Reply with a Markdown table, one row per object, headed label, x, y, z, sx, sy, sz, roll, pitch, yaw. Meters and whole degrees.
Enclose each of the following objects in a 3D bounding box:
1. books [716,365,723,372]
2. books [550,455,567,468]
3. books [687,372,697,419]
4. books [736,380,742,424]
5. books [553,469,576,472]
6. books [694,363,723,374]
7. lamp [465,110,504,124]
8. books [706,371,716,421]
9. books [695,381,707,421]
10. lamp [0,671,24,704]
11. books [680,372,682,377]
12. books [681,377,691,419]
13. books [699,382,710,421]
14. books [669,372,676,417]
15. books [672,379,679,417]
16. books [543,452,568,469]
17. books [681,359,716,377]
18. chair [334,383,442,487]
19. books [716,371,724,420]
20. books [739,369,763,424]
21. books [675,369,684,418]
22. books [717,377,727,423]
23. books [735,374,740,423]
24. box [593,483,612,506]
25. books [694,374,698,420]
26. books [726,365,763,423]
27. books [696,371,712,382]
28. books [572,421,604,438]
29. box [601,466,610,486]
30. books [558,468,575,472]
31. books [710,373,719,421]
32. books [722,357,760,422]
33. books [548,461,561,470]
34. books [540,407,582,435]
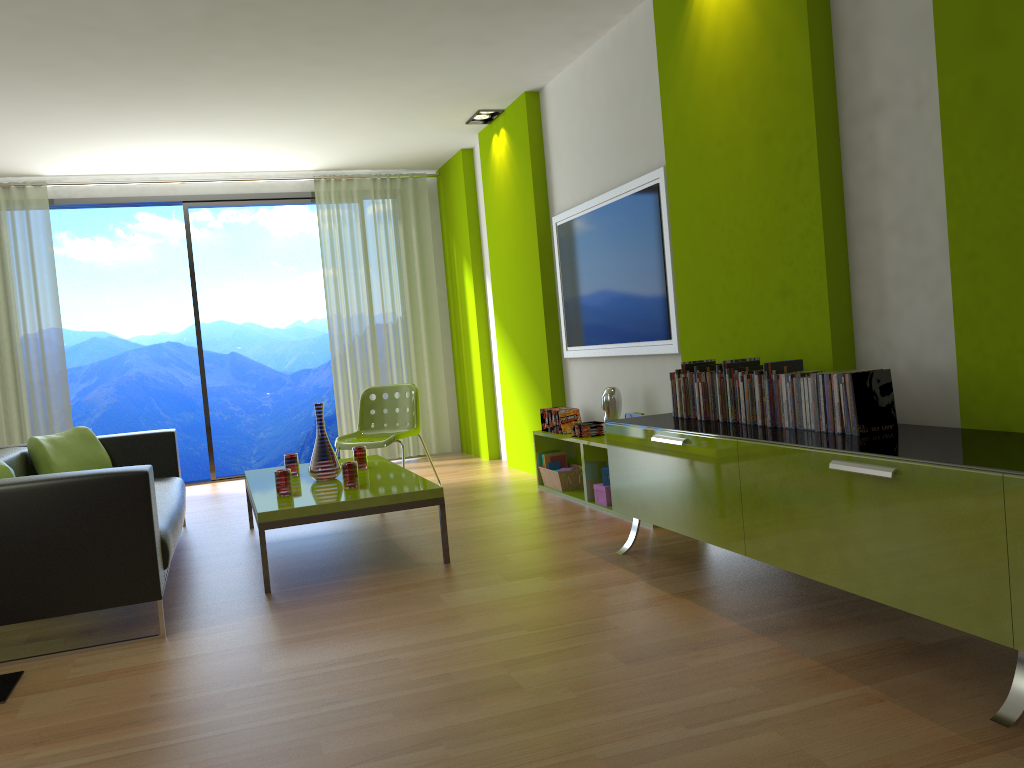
| label | x | y | z | sx | sy | sz | roll | pitch | yaw |
| --- | --- | --- | --- | --- | --- | --- | --- | --- | --- |
| books | 0.893 | 0.033 | 3.565 | 0.144 | 0.229 | 0.025 | -6 | 3 | -18 |
| books | 0.310 | 0.561 | 5.809 | 0.105 | 0.182 | 0.031 | -6 | 3 | -18 |
| books | 0.821 | 0.045 | 3.745 | 0.163 | 0.201 | 0.032 | -6 | 3 | -18 |
| books | 0.939 | 0.064 | 3.406 | 0.163 | 0.173 | 0.017 | -6 | 3 | -18 |
| books | 0.356 | 0.563 | 5.640 | 0.143 | 0.025 | 0.182 | -6 | 3 | -18 |
| books | 0.838 | 0.032 | 3.721 | 0.144 | 0.227 | 0.025 | -6 | 3 | -18 |
| lamp | -0.206 | -2.006 | 6.465 | 0.192 | 0.131 | 0.352 | -6 | 3 | -18 |
| books | 0.871 | 0.046 | 3.604 | 0.163 | 0.204 | 0.025 | -6 | 3 | -18 |
| books | 0.843 | 0.067 | 3.652 | 0.185 | 0.162 | 0.025 | -6 | 3 | -18 |
| lamp | -1.792 | 0.371 | 2.773 | 0.302 | 1.244 | 0.295 | -6 | 3 | -18 |
| books | 0.802 | 0.044 | 3.806 | 0.161 | 0.201 | 0.013 | -6 | 3 | -18 |
| books | 0.805 | 0.055 | 3.769 | 0.180 | 0.183 | 0.025 | -6 | 3 | -18 |
| books | 0.854 | 0.067 | 3.625 | 0.185 | 0.164 | 0.025 | -6 | 3 | -18 |
| books | 0.772 | 0.043 | 3.891 | 0.163 | 0.201 | 0.025 | -6 | 3 | -18 |
| books | 0.780 | 0.059 | 3.872 | 0.163 | 0.171 | 0.017 | -6 | 3 | -18 |
| books | 0.291 | 0.552 | 5.827 | 0.158 | 0.202 | 0.051 | -6 | 3 | -18 |
| books | 0.804 | 0.022 | 3.790 | 0.163 | 0.246 | 0.017 | -6 | 3 | -18 |
| chair | -0.896 | 0.398 | 6.028 | 0.640 | 0.759 | 0.546 | -4 | 3 | 20 |
| books | 0.894 | 0.047 | 3.535 | 0.163 | 0.204 | 0.033 | -6 | 3 | -18 |
| books | 0.945 | 0.049 | 3.385 | 0.163 | 0.204 | 0.025 | -6 | 3 | -18 |
| books | 0.789 | 0.038 | 3.824 | 0.172 | 0.215 | 0.030 | -6 | 3 | -18 |
| books | 0.896 | 0.058 | 3.505 | 0.180 | 0.185 | 0.025 | -6 | 3 | -18 |
| books | 0.937 | 0.053 | 3.427 | 0.151 | 0.193 | 0.025 | -6 | 3 | -18 |
| box | 0.571 | 0.618 | 4.999 | 0.202 | 0.116 | 0.135 | -6 | 3 | -23 |
| books | 0.837 | 0.048 | 3.698 | 0.163 | 0.196 | 0.018 | -6 | 3 | -18 |
| books | 0.917 | 0.042 | 3.450 | 0.172 | 0.217 | 0.031 | -6 | 3 | -18 |
| books | 0.844 | 0.046 | 3.678 | 0.163 | 0.201 | 0.025 | -6 | 3 | -18 |
| books | 0.451 | 0.271 | 5.283 | 0.164 | 0.078 | 0.172 | -6 | 3 | -20 |
| box | 0.570 | 0.514 | 4.989 | 0.102 | 0.093 | 0.138 | -4 | 3 | 17 |
| books | 0.347 | 0.546 | 5.655 | 0.087 | 0.008 | 0.110 | -4 | 3 | 22 |
| books | 0.878 | 0.049 | 3.583 | 0.163 | 0.198 | 0.018 | -6 | 3 | -18 |
| books | 0.908 | 0.025 | 3.487 | 0.163 | 0.248 | 0.017 | -6 | 3 | -18 |
| books | 0.282 | 0.582 | 5.786 | 0.086 | 0.148 | 0.025 | -6 | 3 | -18 |
| books | 0.318 | 0.233 | 5.669 | 0.147 | 0.150 | 0.370 | -6 | 3 | -18 |
